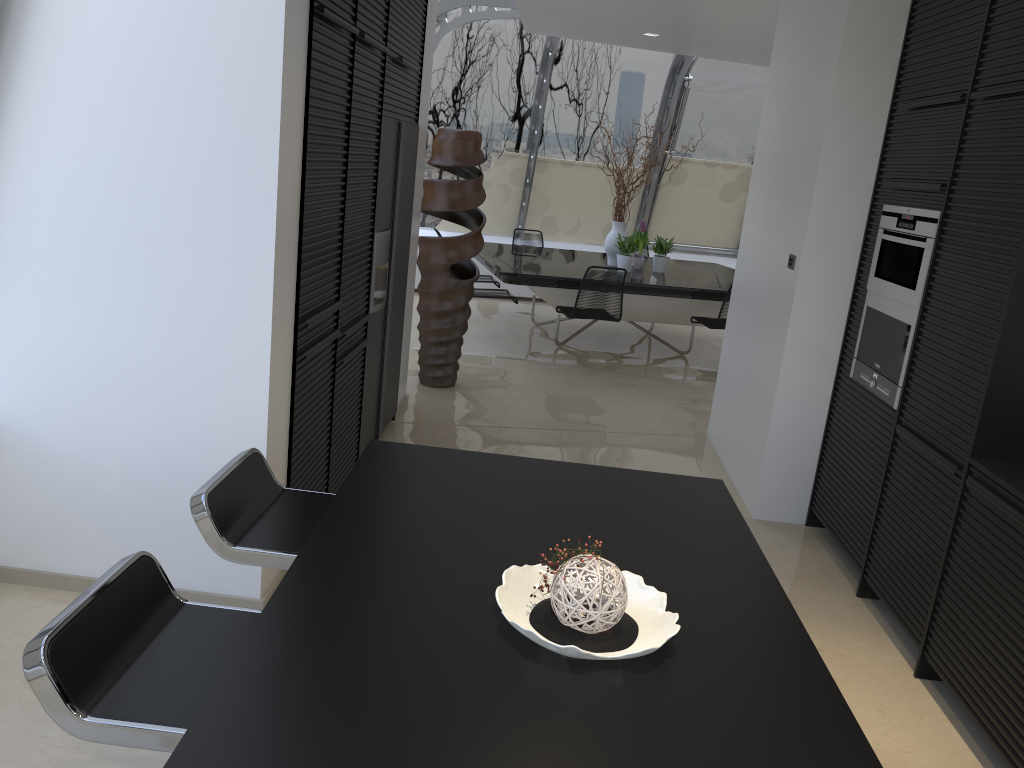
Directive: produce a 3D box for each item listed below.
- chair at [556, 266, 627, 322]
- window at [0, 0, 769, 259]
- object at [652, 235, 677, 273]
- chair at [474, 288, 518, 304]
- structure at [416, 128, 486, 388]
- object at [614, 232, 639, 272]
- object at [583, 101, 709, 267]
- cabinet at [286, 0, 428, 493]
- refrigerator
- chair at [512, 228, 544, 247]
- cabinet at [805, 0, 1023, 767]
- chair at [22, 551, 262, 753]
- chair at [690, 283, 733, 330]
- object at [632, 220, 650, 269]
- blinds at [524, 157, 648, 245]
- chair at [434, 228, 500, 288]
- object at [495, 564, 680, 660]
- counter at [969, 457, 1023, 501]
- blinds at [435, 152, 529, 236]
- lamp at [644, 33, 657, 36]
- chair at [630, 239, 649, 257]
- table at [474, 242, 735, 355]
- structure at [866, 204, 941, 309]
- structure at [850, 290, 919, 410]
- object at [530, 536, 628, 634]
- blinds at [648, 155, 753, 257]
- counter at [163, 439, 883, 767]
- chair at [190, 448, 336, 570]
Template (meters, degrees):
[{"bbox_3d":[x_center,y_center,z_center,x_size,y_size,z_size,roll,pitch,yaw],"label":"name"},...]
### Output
[{"bbox_3d":[0.688,-0.781,7.530,0.446,0.519,0.688,3,14,-12],"label":"chair"},{"bbox_3d":[4.815,-0.420,4.723,16.171,3.674,16.693,5,14,-6],"label":"window"},{"bbox_3d":[1.463,-1.278,8.658,0.284,0.369,0.215,12,15,20],"label":"object"},{"bbox_3d":[-0.291,-1.045,8.140,0.688,0.519,0.446,3,14,-12],"label":"chair"},{"bbox_3d":[-0.462,-0.878,6.380,0.493,1.843,0.498,6,14,-1],"label":"structure"},{"bbox_3d":[1.079,-1.248,8.372,0.284,0.369,0.215,13,16,25],"label":"object"},{"bbox_3d":[1.212,-1.875,8.480,1.135,1.549,1.031,1,15,-20],"label":"object"},{"bbox_3d":[-1.059,-0.774,4.222,0.831,2.558,2.252,7,14,2],"label":"cabinet"},{"bbox_3d":[-0.767,-0.554,4.876,0.234,1.742,1.006,7,14,1],"label":"refrigerator"},{"bbox_3d":[0.218,-1.437,9.914,0.446,0.519,0.688,3,14,-12],"label":"chair"},{"bbox_3d":[1.985,0.002,1.754,0.831,2.901,5.157,6,14,1],"label":"cabinet"},{"bbox_3d":[-0.584,0.798,1.667,0.460,0.857,0.418,7,14,1],"label":"chair"},{"bbox_3d":[1.934,-0.710,7.796,0.446,0.519,0.688,3,14,-12],"label":"chair"},{"bbox_3d":[1.275,-1.423,8.941,0.238,0.476,0.417,10,15,15],"label":"object"},{"bbox_3d":[0.907,-2.244,11.090,1.430,1.027,0.329,3,14,-12],"label":"blinds"},{"bbox_3d":[-0.464,-1.286,9.016,0.688,0.519,0.446,3,14,-12],"label":"chair"},{"bbox_3d":[0.137,0.428,1.637,0.334,0.078,0.329,3,14,-12],"label":"object"},{"bbox_3d":[1.893,0.759,1.215,0.804,0.025,3.738,6,14,1],"label":"counter"},{"bbox_3d":[-0.861,-1.871,11.015,1.829,2.118,0.663,3,14,-12],"label":"blinds"},{"bbox_3d":[6.899,-1.664,4.545,9.928,0.004,9.775,3,14,-11],"label":"lamp"},{"bbox_3d":[1.465,-1.366,10.179,0.446,0.519,0.688,3,14,-12],"label":"chair"},{"bbox_3d":[1.097,-0.806,8.940,3.031,0.759,2.494,3,14,-12],"label":"table"},{"bbox_3d":[1.663,-0.557,3.791,0.061,0.388,0.592,7,14,1],"label":"structure"},{"bbox_3d":[1.623,-0.167,3.889,0.023,0.420,0.592,7,14,1],"label":"structure"},{"bbox_3d":[0.139,0.366,1.633,0.190,0.191,0.165,14,16,28],"label":"object"},{"bbox_3d":[2.428,-2.240,11.361,1.376,1.214,0.387,3,14,-12],"label":"blinds"},{"bbox_3d":[0.027,0.682,0.682,1.006,0.018,3.800,6,14,1],"label":"counter"},{"bbox_3d":[-0.549,0.642,2.299,0.460,0.857,0.418,7,14,1],"label":"chair"}]
